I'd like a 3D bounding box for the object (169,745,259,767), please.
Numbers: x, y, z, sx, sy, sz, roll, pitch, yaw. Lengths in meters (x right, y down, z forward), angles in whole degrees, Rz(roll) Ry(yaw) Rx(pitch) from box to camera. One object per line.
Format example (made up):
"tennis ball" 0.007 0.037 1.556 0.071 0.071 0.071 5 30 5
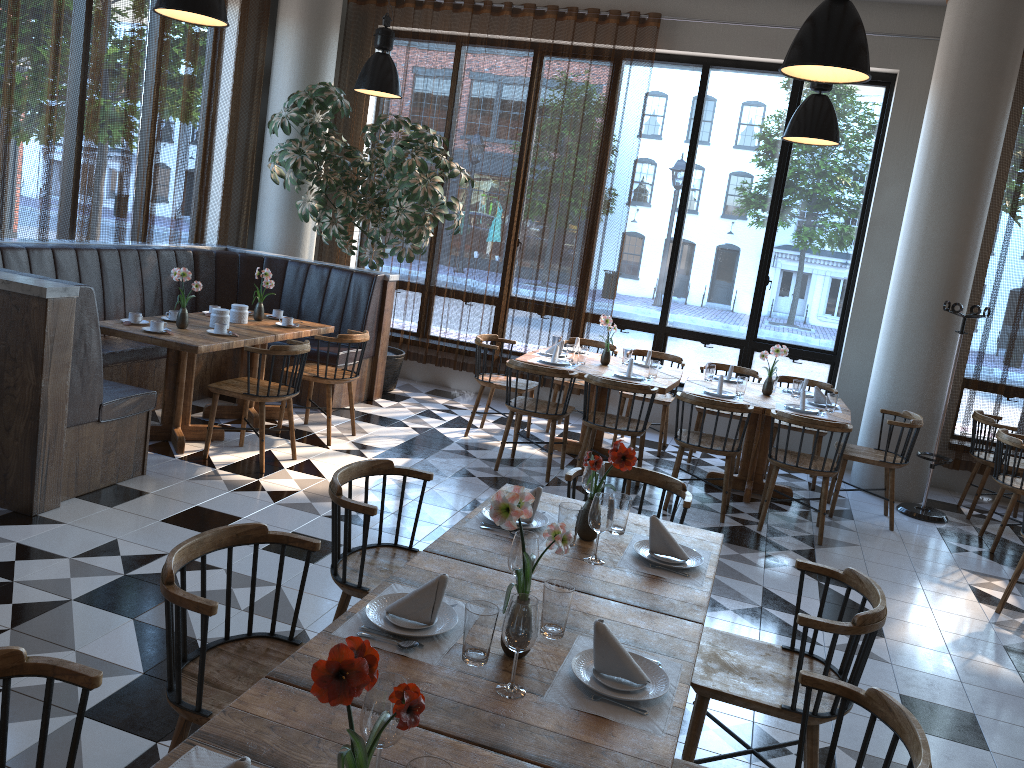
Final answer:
"object" -0.489 0.639 1.400 0.272 0.136 0.353 11 10 16

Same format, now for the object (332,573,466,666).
"object" -0.238 0.526 2.211 0.272 0.136 0.353 11 10 16

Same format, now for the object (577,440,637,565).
"object" 0.287 0.366 2.891 0.166 0.353 0.296 12 10 21

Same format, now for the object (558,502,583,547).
"object" 0.184 0.463 2.902 0.080 0.131 0.080 1 11 -39

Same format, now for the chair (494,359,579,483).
"chair" 0.182 0.235 6.458 0.520 0.812 0.552 11 9 16

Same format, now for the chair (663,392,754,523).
"chair" 1.341 0.467 6.120 0.520 0.812 0.552 11 9 16

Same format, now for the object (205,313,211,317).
"object" -2.243 -0.513 6.553 0.053 0.025 0.049 7 10 -6

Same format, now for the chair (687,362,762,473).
"chair" 1.798 0.269 7.554 0.520 0.812 0.552 11 9 16

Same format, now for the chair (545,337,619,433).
"chair" 0.621 0.034 7.897 0.520 0.812 0.552 11 9 16

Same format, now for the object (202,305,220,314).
"object" -2.232 -0.550 6.648 0.175 0.066 0.177 3 11 -29

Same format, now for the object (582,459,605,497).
"object" 0.286 0.382 3.189 0.081 0.214 0.082 5 9 -20

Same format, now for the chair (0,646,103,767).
"chair" -0.930 0.977 1.564 0.551 0.812 0.521 11 9 16

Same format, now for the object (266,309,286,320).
"object" -1.834 -0.545 6.936 0.176 0.066 0.177 9 10 6

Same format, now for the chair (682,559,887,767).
"chair" 0.836 0.998 2.847 0.551 0.812 0.521 11 9 16

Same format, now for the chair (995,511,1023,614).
"chair" 3.067 0.948 4.888 0.519 0.812 0.554 4 10 -29

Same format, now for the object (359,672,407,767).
"object" -0.227 0.613 1.532 0.081 0.214 0.082 9 8 7

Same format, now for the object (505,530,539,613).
"object" 0.025 0.500 2.343 0.081 0.214 0.082 5 9 -20

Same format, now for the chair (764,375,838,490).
"chair" 2.376 0.385 7.386 0.520 0.812 0.552 11 9 16

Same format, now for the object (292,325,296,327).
"object" -1.624 -0.428 6.580 0.050 0.023 0.052 10 10 11

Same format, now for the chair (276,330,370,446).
"chair" -1.386 -0.016 6.575 0.551 0.812 0.521 11 9 16

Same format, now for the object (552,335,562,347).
"object" 0.366 -0.333 7.354 0.080 0.131 0.080 9 9 1

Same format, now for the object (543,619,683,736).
"object" 0.255 0.627 2.058 0.272 0.136 0.353 11 10 16

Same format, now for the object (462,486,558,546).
"object" 0.024 0.408 3.057 0.272 0.136 0.353 11 10 16

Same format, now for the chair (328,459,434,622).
"chair" -0.419 0.747 3.214 0.551 0.812 0.521 11 9 16

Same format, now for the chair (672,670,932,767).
"chair" 0.581 1.113 2.023 0.551 0.812 0.521 11 9 16

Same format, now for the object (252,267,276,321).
"object" -1.878 -0.675 6.685 0.207 0.398 0.147 12 9 21

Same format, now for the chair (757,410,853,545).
"chair" 1.936 0.587 5.947 0.520 0.812 0.552 11 9 16

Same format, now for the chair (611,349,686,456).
"chair" 1.183 0.146 7.733 0.520 0.812 0.552 11 9 16

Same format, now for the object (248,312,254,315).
"object" -2.099 -0.578 6.907 0.176 0.066 0.176 14 12 29

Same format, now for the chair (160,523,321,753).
"chair" -0.675 0.862 2.388 0.551 0.812 0.521 11 9 16

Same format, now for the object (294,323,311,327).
"object" -1.589 -0.447 6.718 0.034 0.023 0.155 17 13 40

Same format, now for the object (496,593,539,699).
"object" 0.013 0.573 1.941 0.081 0.214 0.082 9 8 7

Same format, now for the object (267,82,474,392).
"object" -1.411 -1.308 8.120 1.751 2.765 1.491 4 10 -25

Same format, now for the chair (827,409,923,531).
"chair" 2.648 0.586 6.513 0.551 0.812 0.521 11 9 16

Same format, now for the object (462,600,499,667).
"object" -0.078 0.581 2.056 0.080 0.131 0.080 14 10 31

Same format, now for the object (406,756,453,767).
"object" -0.141 0.687 1.434 0.080 0.131 0.080 0 12 -43

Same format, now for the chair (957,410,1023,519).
"chair" 3.876 0.671 7.028 0.551 0.812 0.521 11 9 16

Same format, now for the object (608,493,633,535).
"object" 0.372 0.455 3.091 0.080 0.131 0.080 0 12 -43

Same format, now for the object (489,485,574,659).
"object" 0.026 0.447 2.121 0.206 0.398 0.147 4 9 -25

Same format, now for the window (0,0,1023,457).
"window" 2.761 -1.059 6.983 15.118 3.147 4.524 7 10 -7

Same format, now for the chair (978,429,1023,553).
"chair" 3.628 0.783 6.226 0.551 0.812 0.521 11 9 16

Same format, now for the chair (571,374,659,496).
"chair" 0.726 0.344 6.299 0.520 0.812 0.552 11 9 16

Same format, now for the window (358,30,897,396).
"window" 0.798 -1.652 8.639 4.976 3.148 0.366 11 9 16

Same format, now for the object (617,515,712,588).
"object" 0.517 0.509 2.904 0.272 0.136 0.353 11 10 16

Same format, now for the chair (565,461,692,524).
"chair" 0.407 0.791 3.630 0.520 0.812 0.552 11 9 16

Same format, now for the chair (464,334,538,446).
"chair" -0.081 0.040 7.309 0.551 0.812 0.521 11 9 16

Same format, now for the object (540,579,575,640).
"object" 0.110 0.573 2.245 0.080 0.131 0.080 0 12 -43

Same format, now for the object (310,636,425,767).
"object" -0.243 0.571 1.360 0.156 0.353 0.172 2 10 -36

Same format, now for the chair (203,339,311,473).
"chair" -1.639 0.098 5.758 0.551 0.812 0.521 11 9 16

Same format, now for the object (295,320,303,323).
"object" -1.706 -0.502 6.922 0.155 0.023 0.034 10 10 7

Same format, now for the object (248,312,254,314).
"object" -2.035 -0.551 6.908 0.052 0.023 0.050 16 13 38
